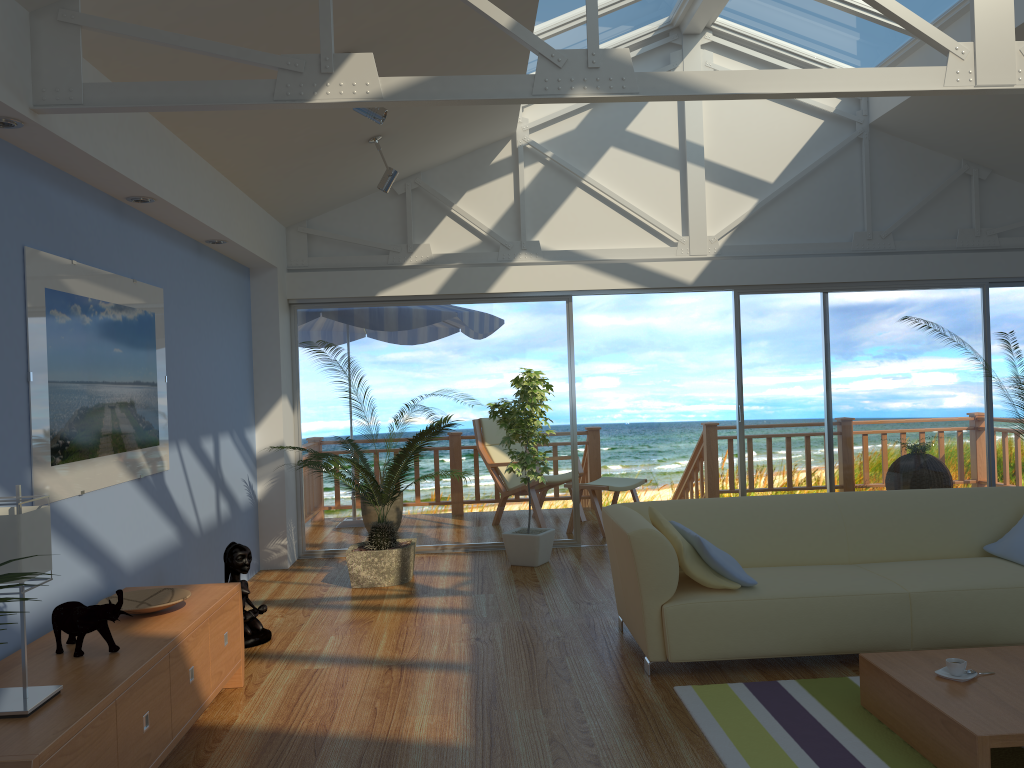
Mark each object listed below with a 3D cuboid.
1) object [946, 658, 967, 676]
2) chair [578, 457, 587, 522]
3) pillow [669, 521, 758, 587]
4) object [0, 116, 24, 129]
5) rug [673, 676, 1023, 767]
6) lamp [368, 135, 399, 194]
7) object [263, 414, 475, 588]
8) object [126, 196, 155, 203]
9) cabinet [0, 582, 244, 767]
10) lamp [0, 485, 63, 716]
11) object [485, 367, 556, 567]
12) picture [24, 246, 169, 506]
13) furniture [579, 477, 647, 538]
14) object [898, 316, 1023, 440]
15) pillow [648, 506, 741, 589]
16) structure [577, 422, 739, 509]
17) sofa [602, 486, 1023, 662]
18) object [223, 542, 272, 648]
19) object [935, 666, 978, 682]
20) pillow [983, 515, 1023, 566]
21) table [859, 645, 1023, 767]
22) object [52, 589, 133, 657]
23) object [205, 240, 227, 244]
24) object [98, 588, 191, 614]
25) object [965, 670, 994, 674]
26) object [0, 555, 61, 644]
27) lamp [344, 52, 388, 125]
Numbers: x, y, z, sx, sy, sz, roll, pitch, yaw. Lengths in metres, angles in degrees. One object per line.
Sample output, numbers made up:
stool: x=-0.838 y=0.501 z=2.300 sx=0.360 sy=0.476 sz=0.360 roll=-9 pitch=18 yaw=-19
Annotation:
object: x=1.566 y=0.999 z=3.127 sx=0.062 sy=0.049 sz=0.078 roll=-2 pitch=0 yaw=33
chair: x=0.145 y=0.795 z=8.261 sx=0.859 sy=0.982 sz=0.632 roll=-2 pitch=0 yaw=42
pillow: x=0.933 y=0.786 z=4.147 sx=0.272 sy=0.244 sz=0.566 roll=-2 pitch=0 yaw=-5
object: x=-1.650 y=-0.863 z=2.870 sx=0.122 sy=0.050 sz=0.122 roll=-2 pitch=0 yaw=-19
rug: x=1.754 y=1.228 z=3.043 sx=2.100 sy=0.018 sz=1.400 roll=-2 pitch=0 yaw=-3
lamp: x=-0.817 y=-1.394 z=5.643 sx=0.194 sy=0.353 sz=0.125 roll=-2 pitch=0 yaw=-20
object: x=-0.971 y=0.779 z=5.987 sx=1.413 sy=1.093 sz=1.488 roll=-2 pitch=0 yaw=-20
object: x=-1.704 y=-0.862 z=4.069 sx=0.122 sy=0.050 sz=0.122 roll=-2 pitch=0 yaw=-19
cabinet: x=-1.401 y=1.109 z=2.987 sx=0.500 sy=0.468 sz=1.911 roll=-2 pitch=0 yaw=-3
lamp: x=-1.391 y=0.577 z=2.434 sx=0.200 sy=0.596 sz=0.200 roll=-2 pitch=0 yaw=-3
object: x=0.136 y=0.582 z=6.343 sx=0.495 sy=1.409 sz=0.699 roll=-2 pitch=0 yaw=-29
picture: x=-1.762 y=-0.026 z=3.886 sx=0.005 sy=0.937 sz=1.419 roll=-2 pitch=0 yaw=-3
furniture: x=0.818 y=1.049 z=7.655 sx=0.449 sy=0.427 sz=0.619 roll=-2 pitch=0 yaw=42
object: x=3.795 y=0.311 z=6.202 sx=1.706 sy=1.695 sz=1.563 roll=-2 pitch=0 yaw=-11
pillow: x=0.836 y=0.752 z=4.135 sx=0.275 sy=0.312 sz=0.571 roll=-2 pitch=0 yaw=-5
structure: x=1.447 y=1.299 z=9.155 sx=6.950 sy=2.064 sz=4.086 roll=-2 pitch=0 yaw=-3
sofa: x=1.709 y=0.875 z=4.313 sx=2.448 sy=0.597 sz=0.950 roll=-2 pitch=0 yaw=-3
object: x=-1.412 y=1.084 z=4.631 sx=0.292 sy=0.517 sz=0.291 roll=-2 pitch=0 yaw=33
object: x=1.563 y=1.023 z=3.121 sx=0.118 sy=0.016 sz=0.118 roll=-2 pitch=0 yaw=-37
pillow: x=2.496 y=0.731 z=4.215 sx=0.272 sy=0.244 sz=0.566 roll=-2 pitch=0 yaw=0
table: x=1.753 y=1.120 z=3.028 sx=0.800 sy=0.198 sz=0.800 roll=-2 pitch=0 yaw=-3
object: x=-1.390 y=0.774 z=2.912 sx=0.379 sy=0.222 sz=0.143 roll=-2 pitch=0 yaw=40
object: x=-1.759 y=-0.861 z=5.268 sx=0.122 sy=0.050 sz=0.122 roll=-2 pitch=0 yaw=-19
object: x=-1.427 y=0.859 z=3.454 sx=0.337 sy=0.053 sz=0.337 roll=-2 pitch=0 yaw=-2
object: x=1.650 y=1.014 z=3.125 sx=0.119 sy=0.021 sz=0.025 roll=-2 pitch=0 yaw=-12
object: x=-0.769 y=0.777 z=0.553 sx=1.413 sy=1.093 sz=1.488 roll=-2 pitch=0 yaw=30
lamp: x=-0.725 y=-1.409 z=4.251 sx=0.254 sy=0.327 sz=0.118 roll=-2 pitch=0 yaw=-20
